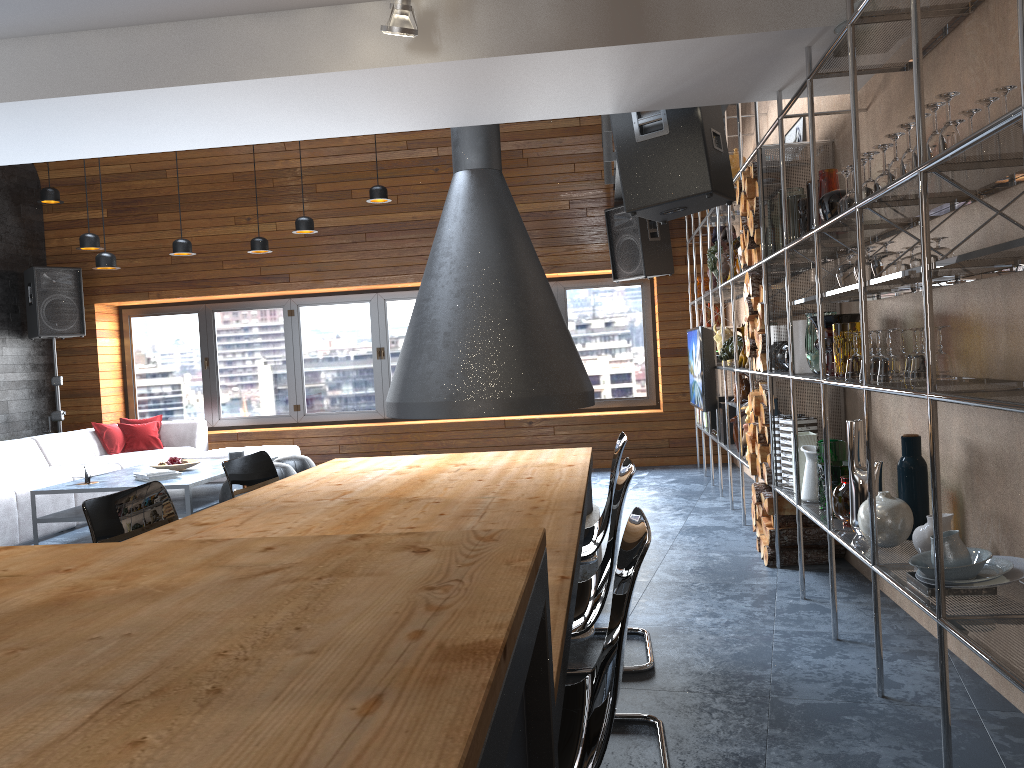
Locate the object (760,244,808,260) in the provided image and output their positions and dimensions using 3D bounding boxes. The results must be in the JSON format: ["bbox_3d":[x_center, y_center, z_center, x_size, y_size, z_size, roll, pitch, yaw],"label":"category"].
[{"bbox_3d":[1.421,-0.688,4.523,0.287,0.112,0.126,-3,2,7],"label":"object"}]

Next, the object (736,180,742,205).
[{"bbox_3d":[1.399,-1.064,4.890,0.312,0.150,0.140,-3,2,10],"label":"object"}]

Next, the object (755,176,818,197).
[{"bbox_3d":[1.398,-0.997,4.516,0.299,0.114,0.135,-3,2,8],"label":"object"}]

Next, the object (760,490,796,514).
[{"bbox_3d":[1.478,0.615,4.681,0.309,0.131,0.099,-3,2,2],"label":"object"}]

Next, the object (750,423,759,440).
[{"bbox_3d":[1.462,0.249,4.800,0.330,0.098,0.107,-3,2,2],"label":"object"}]

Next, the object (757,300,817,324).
[{"bbox_3d":[1.416,-0.375,4.530,0.308,0.120,0.097,-3,2,2],"label":"object"}]

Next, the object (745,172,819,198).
[{"bbox_3d":[1.402,-1.031,4.617,0.362,0.115,0.098,-3,2,7],"label":"object"}]

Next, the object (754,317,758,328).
[{"bbox_3d":[1.460,-0.317,4.701,0.330,0.098,0.107,-3,2,2],"label":"object"}]

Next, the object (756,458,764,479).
[{"bbox_3d":[1.474,0.442,4.762,0.299,0.114,0.135,-3,2,4],"label":"object"}]

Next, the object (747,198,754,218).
[{"bbox_3d":[1.393,-0.929,4.592,0.329,0.107,0.128,-3,2,6],"label":"object"}]

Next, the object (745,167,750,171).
[{"bbox_3d":[1.422,-1.126,4.798,0.299,0.118,0.129,-3,2,4],"label":"object"}]

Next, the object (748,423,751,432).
[{"bbox_3d":[1.496,0.244,4.972,0.331,0.110,0.107,-3,2,4],"label":"object"}]

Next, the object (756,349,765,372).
[{"bbox_3d":[1.471,-0.128,4.623,0.362,0.131,0.154,-3,2,7],"label":"object"}]

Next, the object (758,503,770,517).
[{"bbox_3d":[1.493,0.679,4.738,0.330,0.098,0.107,-3,2,2],"label":"object"}]

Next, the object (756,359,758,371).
[{"bbox_3d":[1.470,-0.127,4.750,0.299,0.114,0.135,-3,2,4],"label":"object"}]

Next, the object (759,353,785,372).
[{"bbox_3d":[1.436,-0.120,4.528,0.330,0.105,0.107,-3,2,4],"label":"object"}]

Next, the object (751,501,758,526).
[{"bbox_3d":[1.491,0.720,4.946,0.286,0.143,0.143,-3,2,6],"label":"object"}]

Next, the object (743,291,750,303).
[{"bbox_3d":[1.456,-0.467,4.837,0.362,0.115,0.098,-3,2,6],"label":"object"}]

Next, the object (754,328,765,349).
[{"bbox_3d":[1.438,-0.253,4.628,0.329,0.135,0.095,-3,2,2],"label":"object"}]

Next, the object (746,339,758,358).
[{"bbox_3d":[1.439,-0.200,4.830,0.312,0.110,0.103,-3,2,3],"label":"object"}]

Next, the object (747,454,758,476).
[{"bbox_3d":[1.493,0.432,4.886,0.362,0.131,0.154,-3,2,7],"label":"object"}]

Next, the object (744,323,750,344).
[{"bbox_3d":[1.442,-0.276,4.910,0.286,0.143,0.143,-3,2,6],"label":"object"}]

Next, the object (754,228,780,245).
[{"bbox_3d":[1.390,-0.754,4.503,0.303,0.088,0.095,-3,2,8],"label":"object"}]

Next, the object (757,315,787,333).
[{"bbox_3d":[1.427,-0.309,4.529,0.331,0.110,0.107,-3,2,4],"label":"object"}]

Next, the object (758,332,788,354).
[{"bbox_3d":[1.428,-0.214,4.517,0.321,0.109,0.110,-3,2,7],"label":"object"}]

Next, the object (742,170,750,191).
[{"bbox_3d":[1.371,-1.084,4.690,0.289,0.121,0.107,-3,2,5],"label":"object"}]

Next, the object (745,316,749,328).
[{"bbox_3d":[1.453,-0.367,4.870,0.329,0.107,0.128,-3,2,6],"label":"object"}]

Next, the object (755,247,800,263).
[{"bbox_3d":[1.426,-0.680,4.612,0.303,0.095,0.087,-3,2,6],"label":"object"}]

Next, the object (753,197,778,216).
[{"bbox_3d":[1.386,-0.897,4.506,0.309,0.121,0.111,-3,2,7],"label":"object"}]

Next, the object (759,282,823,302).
[{"bbox_3d":[1.431,-0.463,4.561,0.299,0.119,0.151,-3,2,9],"label":"object"}]

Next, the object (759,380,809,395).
[{"bbox_3d":[1.485,0.029,4.734,0.312,0.150,0.140,-3,2,3],"label":"object"}]

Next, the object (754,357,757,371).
[{"bbox_3d":[1.482,-0.118,4.859,0.303,0.095,0.087,-3,2,6],"label":"object"}]

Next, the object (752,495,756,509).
[{"bbox_3d":[1.501,0.628,4.905,0.329,0.107,0.128,-3,2,6],"label":"object"}]

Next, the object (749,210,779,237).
[{"bbox_3d":[1.374,-0.835,4.561,0.286,0.143,0.143,-3,2,7],"label":"object"}]

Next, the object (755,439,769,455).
[{"bbox_3d":[1.465,0.327,4.775,0.288,0.118,0.147,-3,2,2],"label":"object"}]

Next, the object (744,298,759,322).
[{"bbox_3d":[1.420,-0.404,4.753,0.321,0.128,0.164,-3,2,5],"label":"object"}]

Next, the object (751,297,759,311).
[{"bbox_3d":[1.422,-0.438,4.675,0.303,0.090,0.098,-3,2,5],"label":"object"}]

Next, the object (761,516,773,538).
[{"bbox_3d":[1.487,0.743,4.664,0.329,0.135,0.095,-3,2,2],"label":"object"}]

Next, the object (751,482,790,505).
[{"bbox_3d":[1.469,0.591,4.788,0.321,0.128,0.164,-3,2,5],"label":"object"}]

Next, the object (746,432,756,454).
[{"bbox_3d":[1.489,0.309,4.889,0.374,0.131,0.115,-3,2,2],"label":"object"}]

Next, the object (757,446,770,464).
[{"bbox_3d":[1.471,0.368,4.688,0.330,0.098,0.103,-3,2,3],"label":"object"}]

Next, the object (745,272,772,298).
[{"bbox_3d":[1.413,-0.537,4.755,0.312,0.150,0.140,-3,2,3],"label":"object"}]

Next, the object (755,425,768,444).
[{"bbox_3d":[1.470,0.264,4.718,0.331,0.110,0.101,-3,2,8],"label":"object"}]

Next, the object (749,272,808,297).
[{"bbox_3d":[1.397,-0.520,4.658,0.289,0.121,0.107,-3,2,7],"label":"object"}]

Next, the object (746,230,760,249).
[{"bbox_3d":[1.389,-0.764,4.644,0.312,0.110,0.103,-3,2,10],"label":"object"}]

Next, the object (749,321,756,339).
[{"bbox_3d":[1.454,-0.306,4.784,0.331,0.110,0.101,-3,2,8],"label":"object"}]

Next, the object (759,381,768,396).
[{"bbox_3d":[1.502,0.039,4.832,0.289,0.121,0.107,-3,2,7],"label":"object"}]

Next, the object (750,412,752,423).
[{"bbox_3d":[1.502,0.190,4.990,0.308,0.120,0.097,-3,2,2],"label":"object"}]

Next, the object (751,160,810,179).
[{"bbox_3d":[1.379,-1.086,4.517,0.308,0.107,0.121,-3,2,10],"label":"object"}]

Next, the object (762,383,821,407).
[{"bbox_3d":[1.446,0.051,4.555,0.308,0.107,0.121,-3,2,2],"label":"object"}]

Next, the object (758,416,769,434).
[{"bbox_3d":[1.465,0.209,4.629,0.329,0.107,0.128,-3,2,6],"label":"object"}]

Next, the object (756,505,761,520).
[{"bbox_3d":[1.502,0.689,4.819,0.331,0.110,0.101,-3,2,8],"label":"object"}]

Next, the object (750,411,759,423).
[{"bbox_3d":[1.471,0.190,4.893,0.290,0.153,0.112,-3,2,3],"label":"object"}]

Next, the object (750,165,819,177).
[{"bbox_3d":[1.405,-1.104,4.586,0.330,0.103,0.102,-3,2,10],"label":"object"}]
